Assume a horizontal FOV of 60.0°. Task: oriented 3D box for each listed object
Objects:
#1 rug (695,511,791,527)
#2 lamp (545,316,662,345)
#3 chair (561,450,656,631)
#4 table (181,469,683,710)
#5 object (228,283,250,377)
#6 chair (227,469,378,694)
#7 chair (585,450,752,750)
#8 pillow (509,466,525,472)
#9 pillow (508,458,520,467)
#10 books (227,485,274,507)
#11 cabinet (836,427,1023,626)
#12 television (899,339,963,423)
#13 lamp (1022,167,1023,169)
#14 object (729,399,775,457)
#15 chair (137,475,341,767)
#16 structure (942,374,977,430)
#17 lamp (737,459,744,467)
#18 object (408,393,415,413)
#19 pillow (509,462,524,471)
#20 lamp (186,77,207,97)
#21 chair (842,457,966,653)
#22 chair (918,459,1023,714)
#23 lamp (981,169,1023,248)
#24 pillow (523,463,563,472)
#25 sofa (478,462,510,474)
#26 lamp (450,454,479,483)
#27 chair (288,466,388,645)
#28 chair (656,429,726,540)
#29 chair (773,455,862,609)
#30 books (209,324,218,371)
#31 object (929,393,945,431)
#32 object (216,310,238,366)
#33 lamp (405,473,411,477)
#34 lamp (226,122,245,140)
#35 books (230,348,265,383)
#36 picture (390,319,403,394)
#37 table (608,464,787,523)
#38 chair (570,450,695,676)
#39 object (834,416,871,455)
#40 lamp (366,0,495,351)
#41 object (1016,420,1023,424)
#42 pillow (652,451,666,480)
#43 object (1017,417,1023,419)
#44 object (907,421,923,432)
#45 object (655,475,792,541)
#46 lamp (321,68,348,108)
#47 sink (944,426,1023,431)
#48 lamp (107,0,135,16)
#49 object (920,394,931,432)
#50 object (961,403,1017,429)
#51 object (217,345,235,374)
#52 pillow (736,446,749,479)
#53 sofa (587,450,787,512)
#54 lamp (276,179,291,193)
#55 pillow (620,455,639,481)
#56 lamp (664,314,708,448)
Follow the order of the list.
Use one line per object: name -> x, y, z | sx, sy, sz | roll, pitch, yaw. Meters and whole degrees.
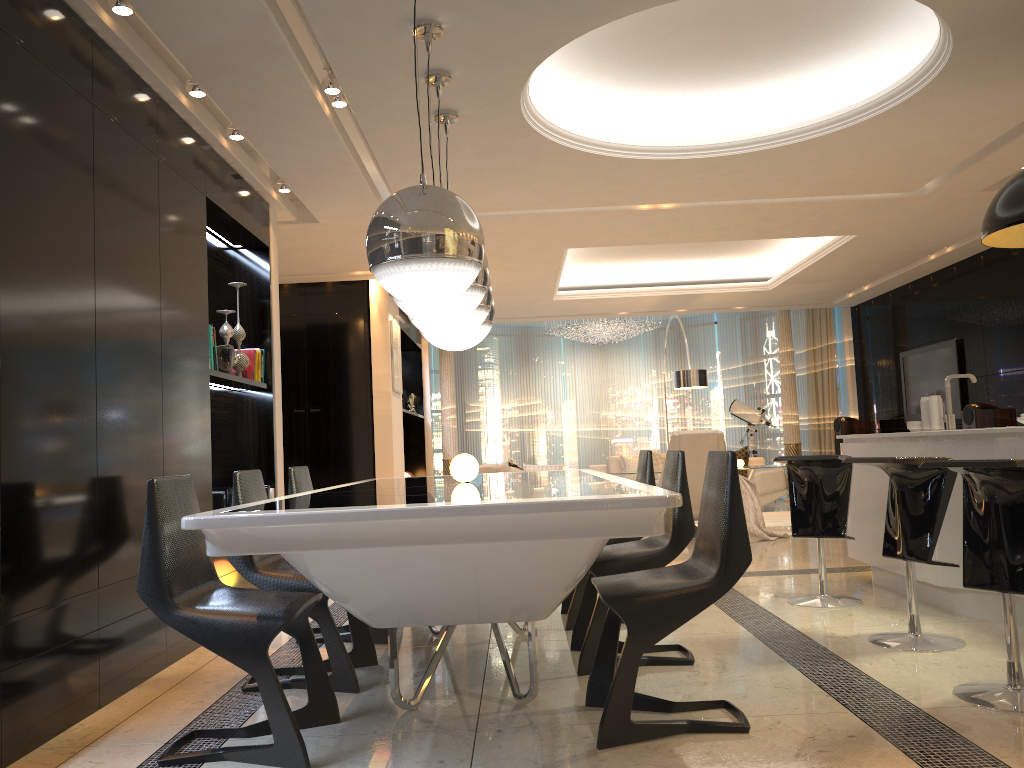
rug -> 2.190, 1.517, 9.814 | 2.900, 0.020, 1.661 | -3, -4, 0
lamp -> 1.433, -0.953, 13.972 | 2.109, 0.685, 2.109 | 2, -6, -45
chair -> 0.489, 0.781, 4.577 | 0.496, 0.858, 0.523 | -3, -4, 0
table -> -0.179, 0.796, 3.705 | 1.293, 0.759, 3.031 | -3, -4, 0
object -> -1.708, -0.321, 5.543 | 0.121, 0.612, 0.121 | -2, -4, -5
chair -> -0.841, 0.771, 3.611 | 0.496, 0.858, 0.523 | -3, -4, 0
chair -> 0.478, 0.654, 2.865 | 0.496, 0.858, 0.523 | -3, -4, 0
pillow -> 0.140, 1.037, 9.420 | 0.351, 0.329, 0.521 | -3, -4, 0
pillow -> 0.090, 1.059, 10.337 | 0.255, 0.399, 0.526 | -3, -4, 0
books -> -1.660, 0.797, 5.623 | 0.222, 0.296, 0.345 | -3, -4, 0
cabinet -> 2.550, 0.612, 3.775 | 1.046, 0.887, 3.752 | -3, -4, 0
television -> 4.680, -0.006, 9.914 | 0.055, 0.839, 1.358 | -3, -4, 0
lamp -> 3.511, -1.550, 6.108 | 0.107, 0.127, 0.107 | -2, -4, -11
object -> 3.436, 0.934, 12.609 | 0.616, 1.471, 0.570 | -3, -4, 6
chair -> -0.846, 0.711, 2.806 | 0.496, 0.858, 0.523 | -3, -4, 0
structure -> 2.517, 0.102, 4.989 | 0.177, 0.310, 0.089 | -3, -4, 0
lamp -> 2.514, 0.874, 9.779 | 0.090, 0.091, 0.090 | 1, -5, -39
object -> -1.326, 0.274, 11.757 | 0.116, 0.293, 0.182 | -2, -4, -3
pillow -> 0.131, 1.037, 9.879 | 0.323, 0.355, 0.524 | -3, -4, 1
lamp -> -1.519, -1.452, 4.281 | 0.107, 0.127, 0.107 | -1, -4, -19
chair -> 1.690, 0.700, 3.782 | 0.380, 0.789, 0.380 | -1, -4, -17
chair -> 1.645, 0.641, 2.952 | 0.380, 0.789, 0.380 | 0, -5, -32
lamp -> 2.410, -1.116, 3.874 | 0.710, 0.898, 0.710 | -3, -4, 11
pillow -> 0.348, 1.096, 10.623 | 0.521, 0.325, 0.281 | -3, -4, 10
sofa -> 0.187, 1.245, 9.925 | 1.145, 0.754, 2.328 | -3, -4, 0
lamp -> -0.206, 0.363, 3.831 | 0.125, 0.125, 0.125 | 1, -5, -39
chair -> -0.836, 0.834, 4.458 | 0.496, 0.858, 0.523 | -3, -4, 0
chair -> 1.663, 0.931, 8.238 | 1.027, 0.991, 0.983 | -3, -4, -1
chair -> 1.657, 0.776, 4.783 | 0.380, 0.789, 0.380 | -5, -5, 33
books -> -1.723, -0.201, 4.803 | 0.210, 0.270, 0.236 | -3, -4, 0
object -> 2.443, 0.160, 5.106 | 0.071, 0.219, 0.071 | -1, -5, -23
object -> -1.731, -0.234, 5.384 | 0.121, 0.416, 0.121 | -2, -4, -5
lamp -> -1.446, 1.287, 11.824 | 0.212, 0.214, 0.213 | 1, -5, -39
lamp -> -1.515, -1.408, 4.876 | 0.107, 0.127, 0.107 | -1, -4, -19
books -> -1.716, -0.118, 5.721 | 0.189, 0.238, 0.290 | -3, -4, -1
picture -> -1.200, -0.277, 9.201 | 0.027, 0.729, 0.610 | -3, -4, 0
table -> 2.151, 1.225, 9.845 | 2.140, 0.565, 0.999 | -3, -4, -1
chair -> 0.484, 0.717, 3.712 | 0.496, 0.858, 0.523 | -3, -4, 0
object -> 4.473, 0.977, 11.518 | 0.468, 1.127, 0.285 | -3, -4, 0
lamp -> -0.313, -0.830, 3.801 | 0.408, 1.226, 1.827 | -3, -4, 0
object -> 2.511, 0.180, 4.145 | 0.264, 0.033, 0.264 | 0, -5, -31
pillow -> 2.007, 1.058, 11.315 | 0.587, 0.429, 0.288 | -1, -5, -25
object -> 2.510, 0.167, 4.146 | 0.264, 0.033, 0.264 | 0, -5, -31
object -> 2.417, 0.254, 5.291 | 0.111, 0.062, 0.111 | -4, -5, 21
object -> 1.878, 1.123, 8.276 | 1.347, 0.580, 0.972 | -6, -5, 37
lamp -> -0.876, -1.473, 4.403 | 0.107, 0.127, 0.271 | -3, -4, 0
sink -> 2.736, 0.317, 4.945 | 0.485, 0.152, 0.738 | -3, -4, 0
lamp -> -1.524, -1.512, 3.469 | 0.107, 0.127, 0.107 | -1, -4, -19
object -> 2.444, 0.168, 5.212 | 0.071, 0.219, 0.071 | -2, -4, -9
object -> 4.452, 0.728, 8.153 | 0.468, 1.127, 0.285 | -3, -4, 0
object -> -1.701, -0.130, 5.110 | 0.193, 0.177, 0.375 | -3, -4, 1
pillow -> 2.726, 1.012, 11.215 | 0.575, 0.436, 0.301 | -5, -5, 31
sofa -> 2.151, 1.249, 11.214 | 2.328, 0.754, 1.145 | -3, -4, 0
lamp -> -1.509, -1.334, 5.877 | 0.107, 0.127, 0.107 | -1, -4, -19
pillow -> 1.609, 1.076, 11.287 | 0.463, 0.380, 0.222 | -3, -4, 5
lamp -> 2.112, 0.361, 11.168 | 0.393, 2.519, 2.009 | -3, -4, 0
